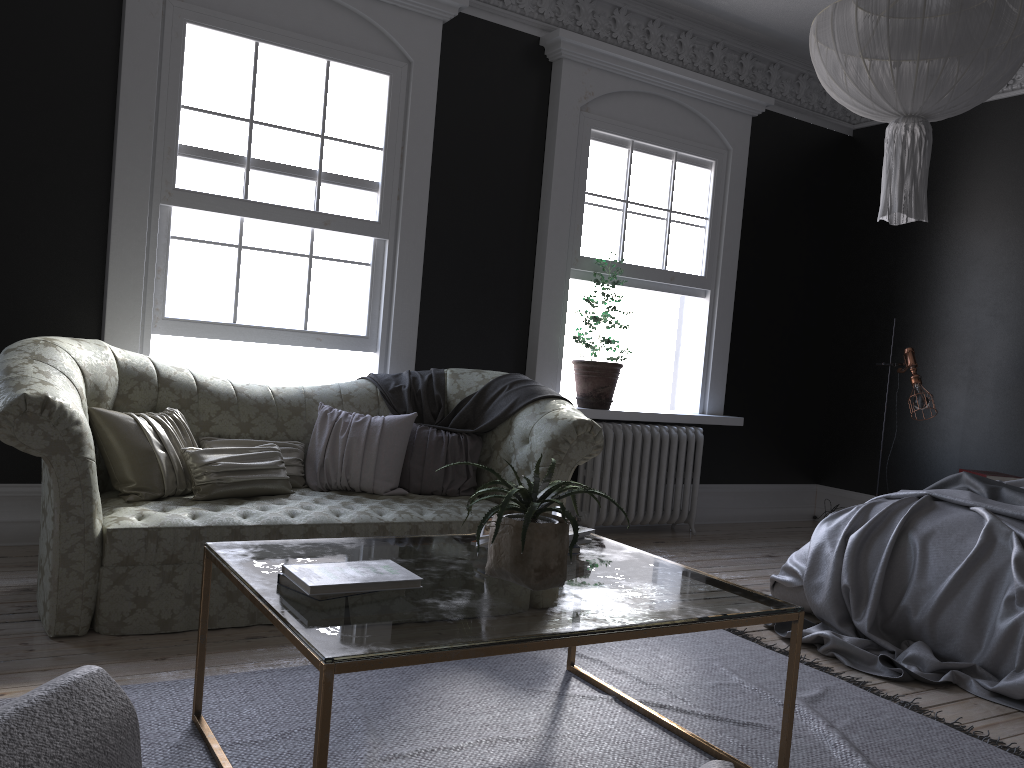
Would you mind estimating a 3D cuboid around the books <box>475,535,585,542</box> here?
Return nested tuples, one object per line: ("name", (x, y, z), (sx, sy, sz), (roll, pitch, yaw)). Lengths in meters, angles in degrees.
("books", (0.067, 0.516, 3.023), (0.252, 0.011, 0.318), (6, 2, 30))

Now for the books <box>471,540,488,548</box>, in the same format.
("books", (0.046, 0.536, 3.003), (0.252, 0.011, 0.318), (6, 2, 25))

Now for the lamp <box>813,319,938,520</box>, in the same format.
("lamp", (2.908, 0.378, 7.112), (0.437, 1.780, 1.717), (5, 2, 7))

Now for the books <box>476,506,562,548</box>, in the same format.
("books", (0.033, 0.479, 2.979), (0.273, 0.109, 0.322), (5, 2, 3))

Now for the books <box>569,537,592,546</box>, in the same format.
("books", (0.078, 0.527, 3.033), (0.252, 0.011, 0.318), (6, 2, 40))

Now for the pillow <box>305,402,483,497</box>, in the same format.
("pillow", (-0.615, 0.364, 4.802), (0.964, 0.462, 0.404), (4, 2, -24))

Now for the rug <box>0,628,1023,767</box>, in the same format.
("rug", (0.022, 1.123, 2.572), (3.647, 0.050, 2.103), (4, 2, -31))

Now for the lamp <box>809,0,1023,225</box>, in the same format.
("lamp", (1.558, -1.629, 3.323), (0.783, 2.050, 0.782), (5, 3, 12))

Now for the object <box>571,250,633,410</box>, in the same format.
("object", (0.648, -0.386, 6.403), (0.474, 1.135, 0.505), (5, 2, 8))

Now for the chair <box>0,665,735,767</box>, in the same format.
("chair", (-0.227, 0.738, 0.669), (0.818, 0.863, 0.770), (5, 2, 9))

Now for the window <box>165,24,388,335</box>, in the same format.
("window", (-1.369, -1.147, 5.272), (1.263, 1.673, 0.056), (4, 3, -32))

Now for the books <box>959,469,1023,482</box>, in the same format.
("books", (3.316, 0.640, 6.129), (0.275, 0.045, 0.346), (5, 1, -2))

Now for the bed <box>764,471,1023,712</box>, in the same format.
("bed", (3.061, 0.701, 4.559), (3.285, 1.299, 2.762), (3, 2, -43))

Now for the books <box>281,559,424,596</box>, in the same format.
("books", (-0.418, 0.502, 2.318), (0.307, 0.024, 0.220), (4, 2, -32))

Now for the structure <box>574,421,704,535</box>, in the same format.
("structure", (0.961, 0.719, 6.627), (1.142, 0.849, 0.276), (4, 3, -32))

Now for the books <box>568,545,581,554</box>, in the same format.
("books", (0.098, 0.556, 3.043), (0.231, 0.023, 0.162), (4, 2, -31))

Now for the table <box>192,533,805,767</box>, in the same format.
("table", (-0.074, 0.845, 2.663), (1.449, 0.559, 1.091), (4, 2, -32))

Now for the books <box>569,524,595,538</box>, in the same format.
("books", (0.095, 0.497, 3.029), (0.252, 0.011, 0.318), (6, 2, 35))

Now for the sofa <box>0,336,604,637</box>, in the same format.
("sofa", (-1.090, 0.439, 4.576), (2.814, 1.162, 1.604), (4, 2, -31))

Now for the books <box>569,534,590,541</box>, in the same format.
("books", (0.087, 0.507, 3.026), (0.252, 0.011, 0.318), (6, 2, 30))

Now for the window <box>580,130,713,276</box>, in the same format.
("window", (1.017, -1.307, 6.712), (1.263, 1.018, 0.056), (4, 3, -32))

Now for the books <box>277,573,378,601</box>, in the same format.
("books", (-0.451, 0.525, 2.377), (0.192, 0.030, 0.289), (6, 2, 42))

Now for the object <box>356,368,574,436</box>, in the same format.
("object", (-0.300, 0.203, 5.154), (1.366, 0.585, 0.517), (5, 2, 18))

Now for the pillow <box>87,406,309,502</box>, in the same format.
("pillow", (-1.455, 0.327, 4.259), (1.106, 0.416, 0.528), (4, 2, -32))
